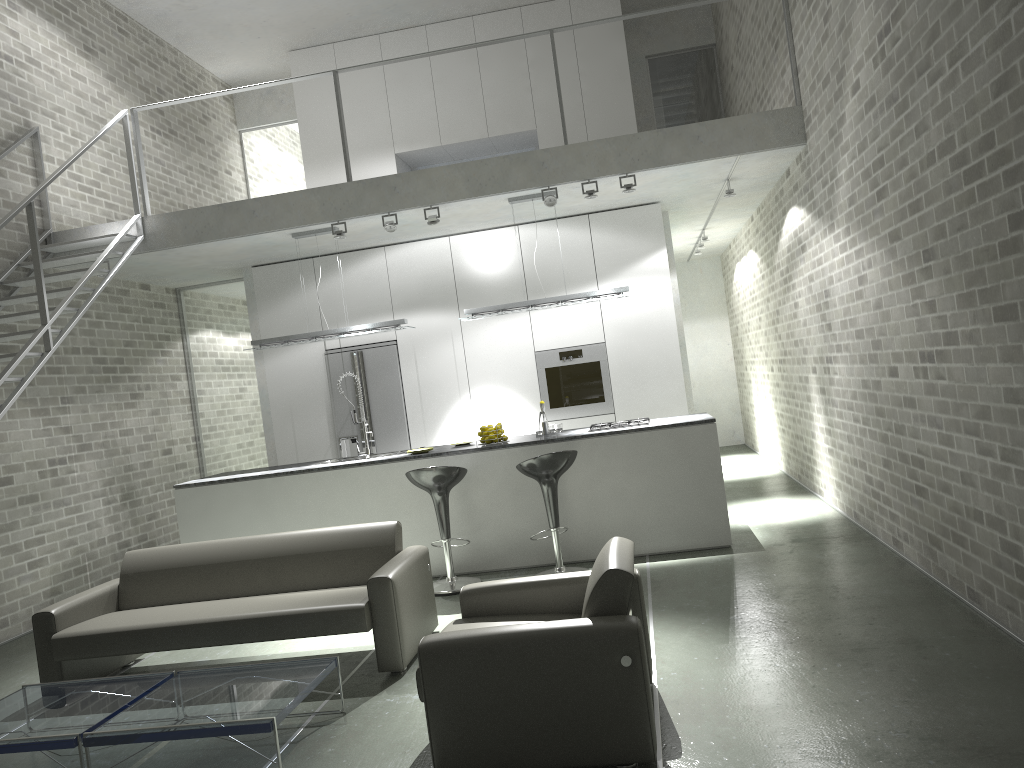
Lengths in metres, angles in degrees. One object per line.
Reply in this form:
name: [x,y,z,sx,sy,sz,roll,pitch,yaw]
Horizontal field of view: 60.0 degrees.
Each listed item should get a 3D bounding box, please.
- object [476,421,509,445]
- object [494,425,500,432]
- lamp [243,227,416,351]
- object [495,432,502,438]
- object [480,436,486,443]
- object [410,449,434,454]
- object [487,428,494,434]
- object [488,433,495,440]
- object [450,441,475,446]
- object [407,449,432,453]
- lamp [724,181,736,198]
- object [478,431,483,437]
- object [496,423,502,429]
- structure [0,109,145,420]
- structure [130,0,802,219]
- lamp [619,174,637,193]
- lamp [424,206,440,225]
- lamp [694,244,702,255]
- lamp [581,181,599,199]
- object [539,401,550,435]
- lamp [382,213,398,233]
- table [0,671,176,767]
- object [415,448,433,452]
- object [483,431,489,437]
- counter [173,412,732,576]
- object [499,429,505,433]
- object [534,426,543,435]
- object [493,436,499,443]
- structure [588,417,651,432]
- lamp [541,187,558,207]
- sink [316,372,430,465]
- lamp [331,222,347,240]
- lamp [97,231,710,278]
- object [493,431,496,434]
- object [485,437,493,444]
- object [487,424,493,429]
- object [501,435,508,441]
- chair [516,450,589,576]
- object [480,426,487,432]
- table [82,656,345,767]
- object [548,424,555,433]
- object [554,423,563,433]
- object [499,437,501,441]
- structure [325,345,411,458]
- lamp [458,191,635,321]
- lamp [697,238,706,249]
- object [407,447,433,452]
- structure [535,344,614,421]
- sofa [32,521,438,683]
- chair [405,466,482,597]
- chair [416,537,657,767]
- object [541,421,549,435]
object: [-0.161,0.396,7.254,0.189,0.174,0.207,-8,0,-37]
object: [-0.120,0.362,7.211,0.051,0.053,0.063,-8,0,11]
lamp: [-1.666,-0.868,7.798,1.490,0.964,0.290,-8,0,8]
object: [-0.113,0.412,7.205,0.061,0.055,0.051,-8,0,-23]
object: [-0.233,0.457,7.251,0.060,0.057,0.052,-8,0,0]
object: [-0.742,0.553,7.190,0.216,0.017,0.217,-8,0,41]
object: [-0.172,0.381,7.187,0.061,0.052,0.053,-8,0,11]
object: [-0.165,0.427,7.160,0.061,0.054,0.052,-8,0,-25]
object: [-0.421,0.510,7.554,0.216,0.017,0.217,-8,0,34]
object: [-0.742,0.548,7.190,0.216,0.017,0.217,-8,0,41]
lamp: [1.952,-1.751,7.968,0.109,0.132,0.109,-8,0,-40]
object: [-0.252,0.412,7.266,0.053,0.051,0.063,-8,0,-33]
object: [-0.104,0.346,7.275,0.050,0.060,0.059,-8,0,-2]
structure: [-3.802,-0.181,5.618,0.902,4.246,4.345,-8,0,8]
structure: [-0.523,-2.277,7.346,5.560,0.972,0.070,-8,0,8]
lamp: [0.936,-1.613,7.149,0.109,0.135,0.109,-8,0,-34]
lamp: [-0.661,-1.393,7.387,0.115,0.151,0.115,-8,0,-39]
lamp: [2.530,-1.831,12.094,0.109,0.135,0.109,-8,0,-40]
lamp: [0.634,-1.573,7.192,0.109,0.135,0.109,-8,0,-34]
object: [0.277,0.280,7.449,0.101,0.288,0.088,-8,0,38]
lamp: [-1.020,-1.345,7.417,0.115,0.151,0.115,-8,0,-39]
table: [-2.087,1.597,4.021,0.820,0.270,0.800,-8,0,8]
object: [-0.743,0.543,7.190,0.216,0.017,0.217,-8,0,41]
object: [-0.209,0.408,7.222,0.062,0.053,0.052,-8,0,-30]
counter: [-0.502,1.013,7.424,4.400,0.960,0.900,-8,0,8]
object: [-0.088,0.394,7.257,0.053,0.054,0.061,-8,0,44]
object: [0.230,0.396,7.537,0.064,0.070,0.063,-8,0,-44]
object: [-0.133,0.451,7.190,0.051,0.053,0.063,-8,0,6]
structure: [0.877,0.327,7.213,0.500,0.038,0.500,-8,0,8]
lamp: [0.310,-1.520,7.221,0.131,0.154,0.098,-8,0,8]
sink: [-1.231,0.395,7.627,0.987,1.023,0.546,-8,0,8]
lamp: [-1.458,-1.294,7.487,0.109,0.136,0.109,-8,0,-40]
lamp: [-0.619,-1.408,9.327,6.854,0.136,0.110,-8,0,-27]
object: [-0.139,0.412,7.223,0.051,0.053,0.062,-8,0,6]
object: [-0.188,0.456,7.210,0.064,0.063,0.074,-8,0,18]
object: [-0.177,0.355,7.254,0.051,0.053,0.063,-8,0,0]
object: [-0.063,0.441,7.240,0.053,0.052,0.062,-8,0,37]
chair: [0.301,0.942,6.392,0.457,0.931,0.464,-8,0,-11]
object: [-0.232,0.365,7.233,0.053,0.051,0.063,-8,0,-45]
table: [-1.264,1.487,3.904,0.820,0.270,0.800,-8,0,8]
object: [0.345,0.380,7.595,0.064,0.070,0.063,-8,0,-44]
object: [0.396,0.374,7.518,0.064,0.070,0.063,-8,0,16]
object: [-0.114,0.450,7.268,0.050,0.055,0.061,-8,0,44]
structure: [-1.404,0.596,9.022,0.743,1.900,0.160,-8,0,8]
lamp: [0.234,-1.121,7.526,1.490,0.964,0.290,-8,0,8]
lamp: [2.444,-1.821,11.484,0.109,0.132,0.109,-8,0,-40]
object: [-0.744,0.539,7.190,0.216,0.017,0.217,-8,0,41]
structure: [0.613,-0.012,8.700,0.692,0.680,0.036,-8,0,8]
sofa: [-1.577,1.302,5.159,2.114,0.717,0.902,-8,0,8]
chair: [-0.499,1.049,6.540,0.457,0.931,0.464,-8,0,22]
chair: [0.104,1.080,3.698,0.910,0.717,0.963,-8,0,8]
object: [0.280,0.371,7.437,0.060,0.106,0.060,-8,0,2]
